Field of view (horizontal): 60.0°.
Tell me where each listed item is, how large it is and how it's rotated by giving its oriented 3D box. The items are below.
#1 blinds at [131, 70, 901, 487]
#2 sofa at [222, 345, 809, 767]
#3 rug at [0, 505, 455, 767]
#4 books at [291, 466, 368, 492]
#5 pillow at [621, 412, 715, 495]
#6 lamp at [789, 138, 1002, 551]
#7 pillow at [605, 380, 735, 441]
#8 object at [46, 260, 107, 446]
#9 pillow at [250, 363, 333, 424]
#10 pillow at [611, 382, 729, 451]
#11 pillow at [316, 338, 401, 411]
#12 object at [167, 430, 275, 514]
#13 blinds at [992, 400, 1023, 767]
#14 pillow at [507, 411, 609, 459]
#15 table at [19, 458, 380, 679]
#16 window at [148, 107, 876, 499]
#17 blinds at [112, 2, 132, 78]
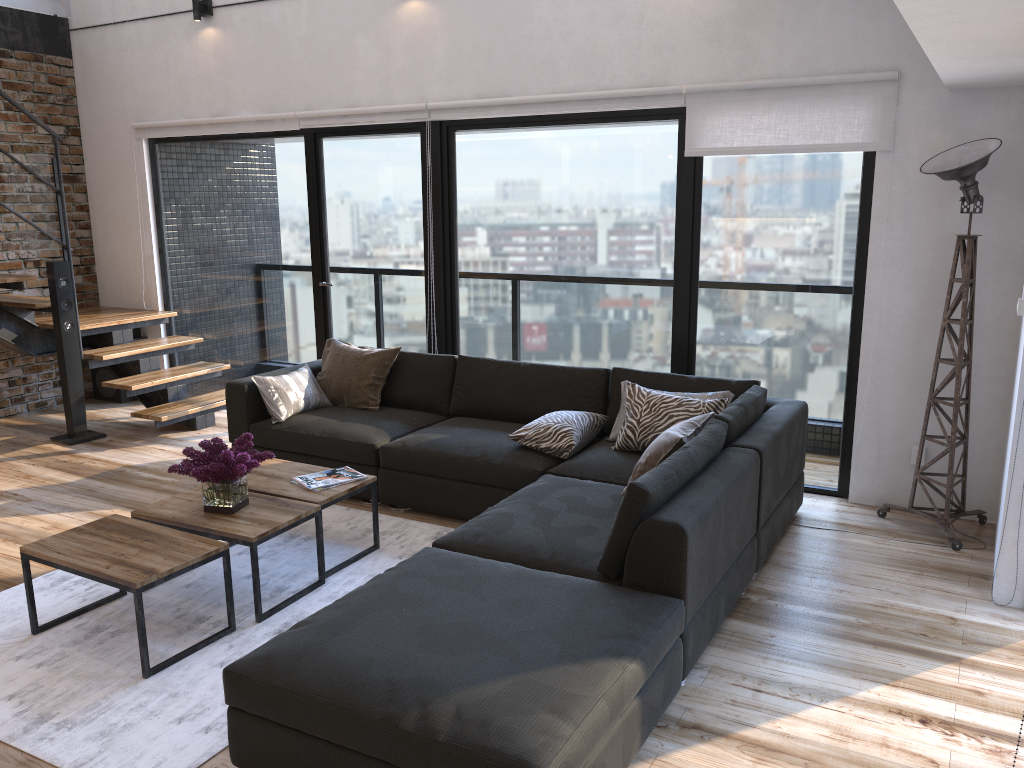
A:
[{"bbox_3d":[-0.491,-0.707,5.597,5.365,2.051,0.095,6,14,28],"label":"blinds"},{"bbox_3d":[-0.540,0.442,3.938,3.042,0.703,2.991,6,14,28],"label":"sofa"},{"bbox_3d":[-1.203,0.862,3.667,1.635,0.003,2.108,6,14,28],"label":"rug"},{"bbox_3d":[-0.820,0.425,3.986,0.294,0.013,0.228,-10,16,-39],"label":"books"},{"bbox_3d":[0.689,0.300,3.831,0.273,0.310,0.545,6,14,28],"label":"pillow"},{"bbox_3d":[1.565,-0.190,4.140,1.468,1.833,0.423,3,13,13],"label":"lamp"},{"bbox_3d":[0.773,0.169,4.410,0.611,0.295,0.234,6,14,29],"label":"pillow"},{"bbox_3d":[-2.964,-0.214,5.926,0.270,1.210,0.270,8,15,33],"label":"object"},{"bbox_3d":[-1.269,0.053,5.170,0.212,0.266,0.497,6,14,29],"label":"pillow"},{"bbox_3d":[0.754,0.182,4.241,0.531,0.315,0.250,7,15,32],"label":"pillow"},{"bbox_3d":[-0.975,-0.060,5.372,0.609,0.383,0.264,6,14,28],"label":"pillow"},{"bbox_3d":[-1.168,0.342,3.595,0.341,0.344,0.374,7,14,29],"label":"object"},{"bbox_3d":[1.631,0.305,1.245,1.828,2.059,3.849,-4,13,-17],"label":"blinds"},{"bbox_3d":[0.247,0.239,4.508,0.355,0.178,0.529,6,13,26],"label":"pillow"},{"bbox_3d":[-1.191,0.683,3.663,0.697,0.351,1.295,6,14,28],"label":"table"},{"bbox_3d":[-1.489,-1.844,3.964,13.388,5.586,5.649,6,14,28],"label":"window"},{"bbox_3d":[-3.098,-3.524,5.324,10.203,2.985,1.989,1,13,7],"label":"blinds"}]
